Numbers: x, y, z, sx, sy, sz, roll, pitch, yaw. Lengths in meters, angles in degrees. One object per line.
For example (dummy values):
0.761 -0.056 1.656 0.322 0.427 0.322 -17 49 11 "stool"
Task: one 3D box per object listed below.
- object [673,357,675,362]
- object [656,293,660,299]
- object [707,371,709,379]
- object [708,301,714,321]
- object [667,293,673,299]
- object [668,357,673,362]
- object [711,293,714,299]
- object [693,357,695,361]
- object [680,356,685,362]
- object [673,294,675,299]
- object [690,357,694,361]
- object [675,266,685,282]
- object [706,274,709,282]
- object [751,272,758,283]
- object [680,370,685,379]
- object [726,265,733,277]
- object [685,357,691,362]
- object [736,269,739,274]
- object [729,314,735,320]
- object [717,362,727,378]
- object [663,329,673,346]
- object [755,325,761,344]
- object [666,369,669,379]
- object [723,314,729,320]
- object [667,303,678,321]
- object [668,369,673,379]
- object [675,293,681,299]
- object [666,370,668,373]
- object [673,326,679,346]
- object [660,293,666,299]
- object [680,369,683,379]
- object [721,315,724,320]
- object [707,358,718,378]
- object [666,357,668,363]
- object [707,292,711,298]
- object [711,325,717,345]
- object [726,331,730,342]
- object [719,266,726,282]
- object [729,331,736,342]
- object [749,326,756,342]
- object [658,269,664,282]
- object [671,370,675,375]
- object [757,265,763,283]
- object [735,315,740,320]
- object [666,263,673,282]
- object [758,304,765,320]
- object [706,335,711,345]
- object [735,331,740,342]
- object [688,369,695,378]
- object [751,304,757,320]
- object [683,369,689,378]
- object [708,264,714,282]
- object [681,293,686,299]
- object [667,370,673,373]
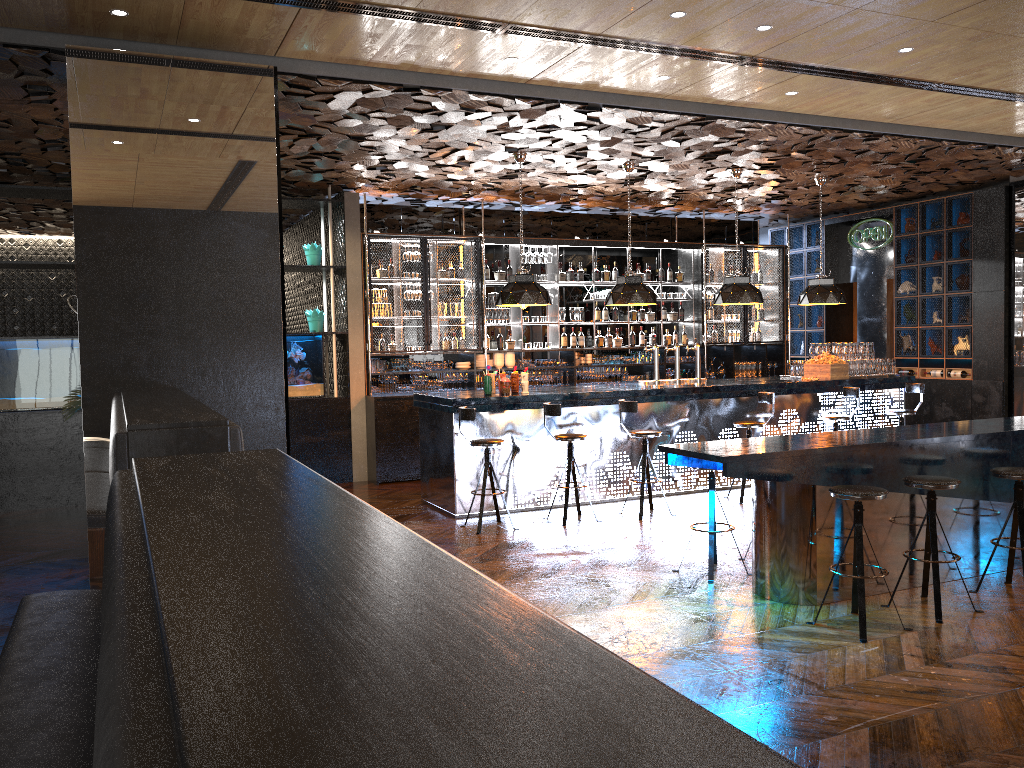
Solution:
2.404 -0.362 13.035 0.084 0.082 0.084 -2 3 -6 "object"
2.190 -1.301 13.206 0.089 0.092 0.089 0 3 20 "object"
2.869 -0.232 13.371 0.186 0.307 0.186 -2 3 -18 "object"
3.035 -1.110 13.521 0.086 0.298 0.086 0 3 25 "object"
2.345 -1.302 13.154 0.089 0.092 0.089 -3 3 -25 "object"
2.314 -0.358 12.996 0.084 0.082 0.084 -2 3 -23 "object"
3.067 -1.332 13.442 0.089 0.092 0.089 0 3 27 "object"
2.731 -0.370 13.167 0.088 0.070 0.098 -2 3 -14 "object"
2.513 -0.367 13.083 0.084 0.082 0.084 -4 4 -42 "object"
2.467 -1.315 13.353 0.089 0.092 0.089 -1 3 15 "object"
2.689 -0.374 13.255 0.098 0.070 0.088 -1 3 3 "object"
2.505 -1.632 13.248 0.151 0.248 0.094 -1 3 5 "object"
2.903 -1.664 13.410 0.123 0.279 0.123 -2 3 -15 "object"
3.772 -1.705 13.813 0.083 0.282 0.083 -2 3 -9 "object"
2.510 -0.133 13.126 0.106 0.148 0.106 -2 3 -14 "object"
3.370 -1.686 13.635 0.123 0.279 0.123 -2 3 -20 "object"
2.618 -0.368 13.171 0.088 0.070 0.098 -1 3 11 "object"
3.515 -1.695 13.698 0.083 0.282 0.083 -3 4 -39 "object"
3.384 -1.023 13.636 0.089 0.092 0.089 -2 3 -23 "object"
3.184 -0.213 13.451 0.158 0.248 0.158 -3 3 -30 "object"
2.314 -0.690 13.198 0.151 0.248 0.094 -2 3 -15 "object"
3.863 -0.783 13.904 0.086 0.298 0.086 0 3 25 "object"
2.245 -0.131 12.956 0.089 0.174 0.089 0 3 27 "object"
3.268 -1.015 13.522 0.089 0.092 0.089 -4 4 -40 "object"
2.390 -1.071 13.203 0.123 0.279 0.123 -3 3 -35 "object"
2.319 -0.137 13.054 0.089 0.174 0.089 0 3 27 "object"
2.466 -1.306 13.167 0.089 0.092 0.089 -1 3 15 "object"
2.308 -0.136 13.290 0.106 0.148 0.106 -2 3 -5 "object"
2.448 -0.721 13.273 0.086 0.298 0.086 0 3 25 "object"
2.225 -1.296 13.069 0.089 0.092 0.089 -3 4 -38 "object"
2.565 -0.148 13.395 0.107 0.152 0.107 -2 3 -18 "object"
3.261 -1.020 13.629 0.089 0.092 0.089 1 3 33 "object"
3.031 -0.242 13.444 0.170 0.313 0.170 -3 3 -30 "object"
2.239 -0.355 12.966 0.084 0.082 0.084 -3 3 -32 "object"
2.962 -1.348 13.407 0.089 0.092 0.089 -1 3 2 "object"
3.091 -0.750 13.549 0.086 0.299 0.086 0 3 25 "object"
3.320 -0.716 13.676 0.105 0.209 0.105 -4 4 -39 "object"
3.229 -1.682 13.571 0.083 0.282 0.083 -2 3 -24 "object"
3.374 -0.712 13.574 0.105 0.209 0.105 -4 4 -39 "object"
3.754 -0.770 13.841 0.083 0.282 0.083 -3 4 -39 "object"
2.207 -1.646 13.118 0.086 0.299 0.086 0 3 25 "object"
2.404 -0.128 13.076 0.106 0.148 0.106 -2 3 -5 "object"
3.889 -1.720 13.895 0.086 0.298 0.086 0 3 30 "object"
3.508 -1.035 13.822 0.089 0.092 0.089 -4 4 -40 "object"
2.345 -1.653 13.210 0.086 0.298 0.086 0 3 25 "object"
3.907 -1.140 13.896 0.083 0.282 0.083 -2 3 -14 "object"
2.944 -0.732 13.465 0.123 0.279 0.123 -3 3 -35 "object"
3.458 -0.719 13.680 0.105 0.209 0.105 -4 4 -39 "object"
2.670 -0.140 13.173 0.107 0.152 0.107 -1 3 2 "object"
3.782 -1.144 13.843 0.086 0.299 0.086 0 3 25 "object"
2.622 -0.144 13.279 0.107 0.152 0.107 -2 3 -10 "object"
3.033 -1.681 13.486 0.086 0.297 0.086 0 3 25 "object"
2.555 -1.310 13.213 0.089 0.092 0.089 -3 4 -38 "object"
2.358 -0.132 13.184 0.106 0.148 0.106 -1 3 8 "object"
